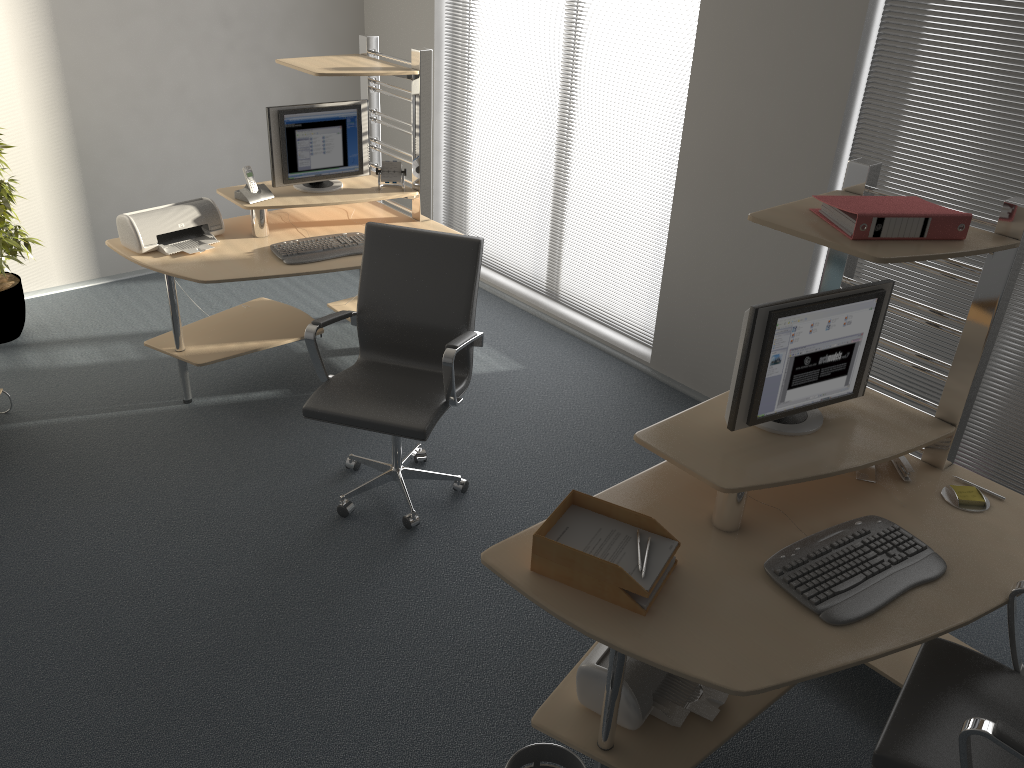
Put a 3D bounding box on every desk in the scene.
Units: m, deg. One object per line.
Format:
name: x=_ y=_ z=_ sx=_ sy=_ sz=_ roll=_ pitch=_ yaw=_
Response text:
desk: x=-1.018 y=-0.722 z=4.195 sx=1.469 sy=1.566 sz=0.967 roll=-20 pitch=36 yaw=-36
desk: x=0.781 y=0.379 z=2.362 sx=1.469 sy=1.566 sz=0.967 roll=-20 pitch=36 yaw=-36

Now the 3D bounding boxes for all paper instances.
paper: x=0.239 y=0.404 z=2.218 sx=0.297 sy=0.010 sz=0.210 roll=17 pitch=32 yaw=24
paper: x=0.237 y=0.450 z=2.243 sx=0.297 sy=0.019 sz=0.210 roll=17 pitch=32 yaw=24

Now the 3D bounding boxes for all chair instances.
chair: x=1.232 y=0.869 z=2.051 sx=0.652 sy=1.048 sz=0.584 roll=22 pitch=34 yaw=30
chair: x=-0.453 y=-0.012 z=3.492 sx=0.584 sy=1.048 sz=0.652 roll=10 pitch=29 yaw=12

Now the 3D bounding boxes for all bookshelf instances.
bookshelf: x=-2.399 y=-0.404 z=3.471 sx=0.381 sy=1.572 sz=0.724 roll=-4 pitch=29 yaw=-12

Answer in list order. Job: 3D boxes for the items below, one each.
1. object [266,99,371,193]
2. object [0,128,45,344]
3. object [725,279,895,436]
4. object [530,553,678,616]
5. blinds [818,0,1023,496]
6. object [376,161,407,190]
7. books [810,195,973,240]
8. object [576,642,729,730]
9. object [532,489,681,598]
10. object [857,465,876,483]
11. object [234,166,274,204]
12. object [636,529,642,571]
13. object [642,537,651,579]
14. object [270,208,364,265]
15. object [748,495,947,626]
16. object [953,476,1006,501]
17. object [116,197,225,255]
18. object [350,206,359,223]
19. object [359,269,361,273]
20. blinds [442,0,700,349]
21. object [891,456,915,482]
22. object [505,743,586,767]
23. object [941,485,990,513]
object: x=-0.959 y=-1.185 z=4.385 sx=0.516 sy=0.418 sz=0.245 roll=-10 pitch=31 yaw=-23
object: x=-2.722 y=-0.759 z=4.540 sx=0.544 sy=1.147 sz=0.644 roll=-3 pitch=29 yaw=-11
object: x=0.827 y=-0.093 z=2.568 sx=0.516 sy=0.418 sz=0.245 roll=-6 pitch=30 yaw=-17
object: x=0.236 y=0.439 z=2.237 sx=0.309 sy=0.060 sz=0.225 roll=17 pitch=32 yaw=24
blinds: x=2.033 y=-0.670 z=2.966 sx=0.022 sy=2.770 sz=1.950 roll=-20 pitch=36 yaw=-36
object: x=-0.608 y=-1.053 z=4.473 sx=0.154 sy=0.135 sz=0.093 roll=1 pitch=29 yaw=-4
books: x=1.024 y=-0.469 z=2.417 sx=0.320 sy=0.072 sz=0.262 roll=-1 pitch=29 yaw=-8
object: x=0.434 y=0.774 z=2.477 sx=0.351 sy=0.162 sz=0.438 roll=20 pitch=33 yaw=28
object: x=0.239 y=0.389 z=2.210 sx=0.309 sy=0.060 sz=0.225 roll=17 pitch=32 yaw=24
object: x=1.085 y=0.227 z=2.707 sx=0.054 sy=0.064 sz=0.159 roll=11 pitch=29 yaw=13
object: x=-1.233 y=-0.957 z=4.217 sx=0.119 sy=0.151 sz=0.150 roll=21 pitch=33 yaw=30
object: x=0.314 y=0.411 z=2.195 sx=0.008 sy=0.009 sz=0.159 roll=5 pitch=29 yaw=3
object: x=0.329 y=0.425 z=2.172 sx=0.008 sy=0.009 sz=0.159 roll=9 pitch=29 yaw=11
object: x=-1.018 y=-0.733 z=4.343 sx=0.478 sy=0.082 sz=0.814 roll=-15 pitch=33 yaw=-29
object: x=0.742 y=0.372 z=2.498 sx=0.478 sy=0.082 sz=0.814 roll=-15 pitch=33 yaw=-29
object: x=1.390 y=0.308 z=2.646 sx=0.011 sy=0.011 sz=0.158 roll=-22 pitch=37 yaw=-38
object: x=-1.522 y=-0.718 z=4.070 sx=0.351 sy=0.162 sz=0.438 roll=25 pitch=35 yaw=35
object: x=-0.776 y=-0.842 z=4.560 sx=0.168 sy=0.088 sz=0.742 roll=-18 pitch=35 yaw=-34
object: x=-0.588 y=-0.458 z=4.658 sx=0.199 sy=0.422 sz=0.471 roll=-20 pitch=36 yaw=-36
blinds: x=0.229 y=-1.774 z=4.802 sx=0.037 sy=2.749 sz=1.950 roll=-20 pitch=36 yaw=-36
object: x=1.189 y=0.246 z=2.706 sx=0.022 sy=0.042 sz=0.134 roll=3 pitch=29 yaw=0
object: x=0.074 y=1.109 z=2.209 sx=0.208 sy=0.377 sz=0.208 roll=4 pitch=29 yaw=2
object: x=1.328 y=0.325 z=2.592 sx=0.132 sy=0.026 sz=0.132 roll=-20 pitch=36 yaw=-36
